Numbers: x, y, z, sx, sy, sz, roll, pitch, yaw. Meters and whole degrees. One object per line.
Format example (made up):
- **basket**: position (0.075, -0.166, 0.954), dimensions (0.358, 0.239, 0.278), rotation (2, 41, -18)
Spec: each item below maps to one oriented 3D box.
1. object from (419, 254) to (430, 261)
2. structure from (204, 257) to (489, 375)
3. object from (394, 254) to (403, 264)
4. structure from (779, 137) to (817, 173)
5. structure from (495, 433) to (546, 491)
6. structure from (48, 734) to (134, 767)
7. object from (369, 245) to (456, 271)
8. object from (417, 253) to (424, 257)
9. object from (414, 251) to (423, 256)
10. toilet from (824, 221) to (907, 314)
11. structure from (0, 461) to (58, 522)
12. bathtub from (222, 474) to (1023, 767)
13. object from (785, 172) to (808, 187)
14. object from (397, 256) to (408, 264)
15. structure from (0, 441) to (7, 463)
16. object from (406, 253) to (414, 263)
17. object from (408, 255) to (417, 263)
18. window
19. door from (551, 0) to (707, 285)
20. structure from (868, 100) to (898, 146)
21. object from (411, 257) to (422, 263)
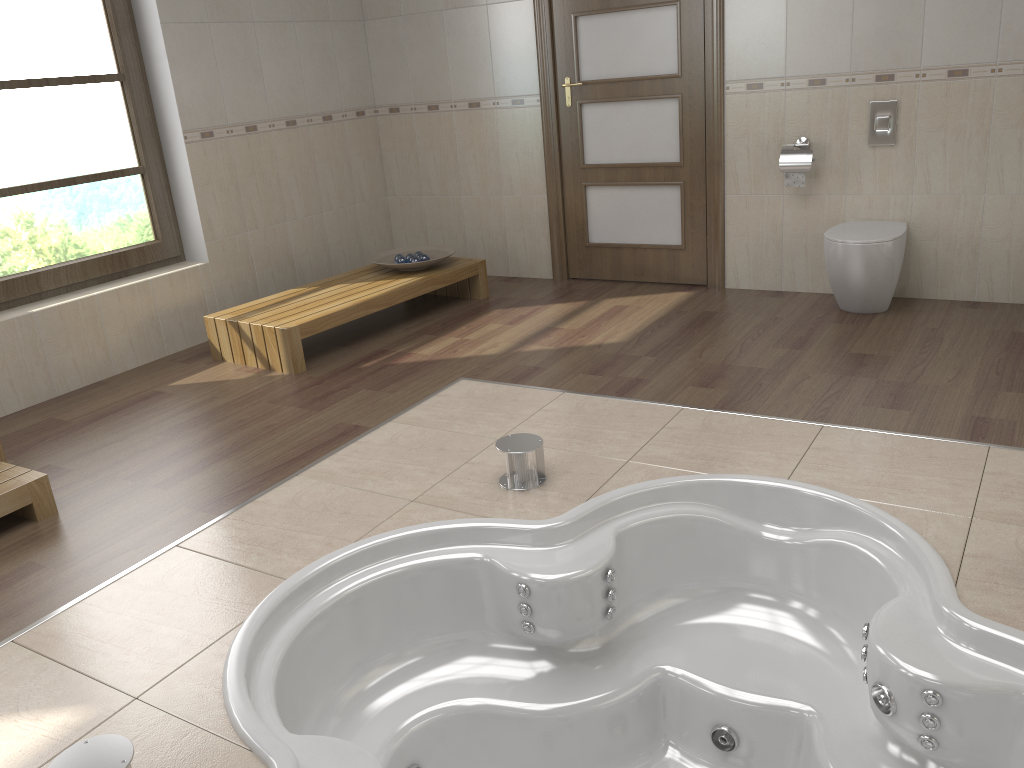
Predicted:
- **object**: position (-0.487, -0.694, 4.939), dimensions (0.060, 0.060, 0.060), rotation (7, 23, 30)
- **structure**: position (-0.817, -0.416, 4.714), dimensions (0.620, 0.220, 1.450), rotation (10, 24, 36)
- **object**: position (-0.634, -0.704, 5.002), dimensions (0.060, 0.060, 0.060), rotation (7, 23, 30)
- **structure**: position (1.404, -1.117, 4.321), dimensions (0.170, 0.151, 0.154), rotation (7, 23, 31)
- **structure**: position (0.028, 0.244, 2.789), dimensions (0.150, 0.131, 0.150), rotation (-6, 20, -1)
- **structure**: position (-0.750, 0.740, 1.606), dimensions (0.150, 0.131, 0.150), rotation (9, 24, 35)
- **object**: position (-0.553, -0.691, 4.976), dimensions (0.487, 0.076, 0.487), rotation (-9, 20, -10)
- **object**: position (-0.511, -0.708, 4.995), dimensions (0.060, 0.060, 0.060), rotation (7, 23, 30)
- **object**: position (-0.529, -0.727, 5.052), dimensions (0.060, 0.060, 0.060), rotation (7, 23, 30)
- **toilet**: position (1.658, -0.534, 4.170), dimensions (0.337, 0.388, 0.519), rotation (7, 23, 31)
- **structure**: position (-2.075, 0.531, 2.513), dimensions (0.620, 0.140, 1.280), rotation (7, 23, 31)
- **bathtub**: position (0.310, 0.931, 1.940), dimensions (1.751, 0.674, 1.754), rotation (-9, 20, -11)
- **object**: position (1.393, -1.042, 4.331), dimensions (0.098, 0.151, 0.090), rotation (7, 23, 31)
- **object**: position (-0.611, -0.683, 4.947), dimensions (0.060, 0.060, 0.060), rotation (7, 23, 30)
- **structure**: position (-2.421, 0.453, 2.702), dimensions (0.620, 0.220, 1.450), rotation (7, 23, 31)
- **object**: position (-0.572, -0.708, 5.011), dimensions (0.060, 0.060, 0.060), rotation (7, 23, 30)
- **object**: position (-0.549, -0.689, 4.951), dimensions (0.060, 0.060, 0.060), rotation (7, 23, 30)
- **window**: position (-2.154, -1.393, 3.924), dimensions (0.117, 1.934, 1.188), rotation (7, 23, 31)
- **door**: position (0.626, -1.546, 4.779), dimensions (0.861, 2.026, 0.102), rotation (6, 23, 29)
- **structure**: position (1.735, -1.220, 4.152), dimensions (0.120, 0.200, 0.010), rotation (7, 23, 31)
- **object**: position (-0.529, -0.673, 4.896), dimensions (0.060, 0.060, 0.060), rotation (7, 23, 30)
